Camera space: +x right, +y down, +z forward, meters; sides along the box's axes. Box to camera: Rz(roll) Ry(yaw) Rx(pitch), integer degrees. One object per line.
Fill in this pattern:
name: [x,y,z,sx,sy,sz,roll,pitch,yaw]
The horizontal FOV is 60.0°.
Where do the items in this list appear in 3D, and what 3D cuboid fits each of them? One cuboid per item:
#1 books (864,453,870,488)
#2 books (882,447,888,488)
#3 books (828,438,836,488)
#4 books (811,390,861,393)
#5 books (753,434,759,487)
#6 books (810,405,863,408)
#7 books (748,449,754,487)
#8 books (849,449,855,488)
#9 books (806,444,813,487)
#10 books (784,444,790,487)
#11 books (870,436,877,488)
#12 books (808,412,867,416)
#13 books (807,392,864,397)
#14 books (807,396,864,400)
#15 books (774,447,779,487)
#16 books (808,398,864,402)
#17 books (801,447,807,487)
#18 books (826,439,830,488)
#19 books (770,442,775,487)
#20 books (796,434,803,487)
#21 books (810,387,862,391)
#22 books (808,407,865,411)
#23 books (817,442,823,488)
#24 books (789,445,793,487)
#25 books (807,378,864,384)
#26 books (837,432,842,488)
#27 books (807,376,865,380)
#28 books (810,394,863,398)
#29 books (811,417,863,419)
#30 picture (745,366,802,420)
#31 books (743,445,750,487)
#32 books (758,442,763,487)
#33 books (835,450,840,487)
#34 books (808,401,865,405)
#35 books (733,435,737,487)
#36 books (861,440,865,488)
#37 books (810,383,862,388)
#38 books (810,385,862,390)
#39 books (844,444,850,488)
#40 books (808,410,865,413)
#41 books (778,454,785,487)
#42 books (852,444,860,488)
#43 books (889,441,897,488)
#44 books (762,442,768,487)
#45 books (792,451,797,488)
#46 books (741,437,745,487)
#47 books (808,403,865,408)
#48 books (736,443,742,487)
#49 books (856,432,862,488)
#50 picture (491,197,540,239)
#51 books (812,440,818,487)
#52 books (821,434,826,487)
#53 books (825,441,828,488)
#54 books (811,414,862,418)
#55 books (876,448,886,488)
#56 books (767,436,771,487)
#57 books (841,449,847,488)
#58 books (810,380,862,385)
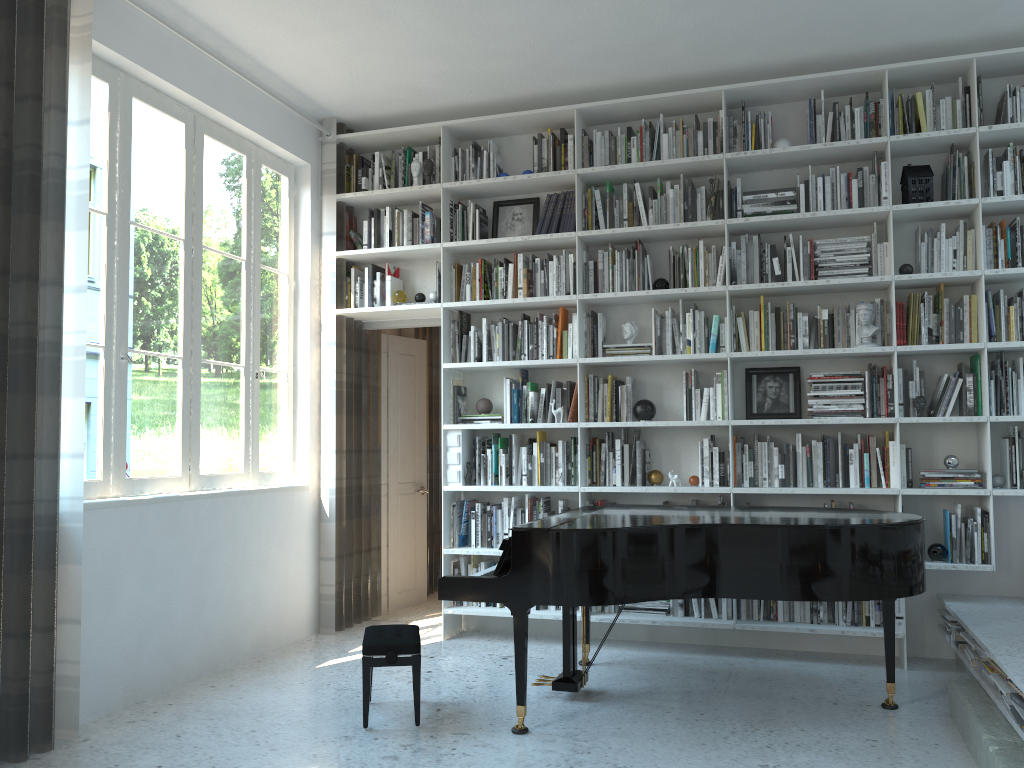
books: [1.900,0.463,4.760,0.023,0.183,0.169,-1,-4,18]
books: [1.992,0.444,4.734,0.011,0.216,0.166,-1,-4,18]
books: [1.738,0.427,4.819,0.028,0.264,0.161,-1,-4,18]
books: [1.768,0.044,4.843,0.254,0.012,0.161,-2,-4,21]
books: [1.368,0.428,4.967,0.027,0.290,0.140,-1,-4,18]
books: [1.767,0.127,4.834,0.254,0.012,0.161,-1,-4,13]
books: [1.339,0.468,4.956,0.024,0.208,0.170,-1,-4,18]
books: [1.831,0.455,4.788,0.023,0.204,0.167,-1,-4,18]
books: [1.632,0.445,4.865,0.031,0.237,0.159,-1,-4,18]
books: [1.517,0.447,4.889,0.029,0.237,0.166,-1,-4,18]
books: [1.937,0.418,4.764,0.026,0.272,0.175,-1,-4,18]
books: [1.767,0.163,4.832,0.285,0.012,0.159,-1,-4,13]
books: [1.766,0.056,4.838,0.285,0.012,0.159,-2,-4,23]
books: [1.766,0.080,4.836,0.285,0.012,0.159,-2,-4,23]
books: [1.464,0.459,4.902,0.023,0.217,0.174,-1,-4,18]
books: [1.769,0.093,4.842,0.285,0.012,0.159,-2,-4,20]
books: [1.608,0.455,4.879,0.025,0.220,0.140,-1,-4,18]
books: [1.722,0.430,4.831,0.010,0.261,0.181,-1,-4,18]
books: [1.450,0.448,4.931,0.021,0.244,0.141,-1,-4,18]
books: [1.581,0.419,4.881,0.026,0.291,0.152,-1,-4,18]
books: [1.767,0.032,4.844,0.254,0.012,0.161,-1,-4,15]
books: [1.767,0.139,4.833,0.285,0.012,0.159,-2,-4,23]
books: [1.679,0.439,4.837,0.026,0.245,0.191,-1,-4,18]
books: [1.540,0.451,4.891,0.013,0.230,0.139,-1,-4,18]
books: [1.768,-0.016,4.849,0.285,0.012,0.159,-2,-4,20]
books: [1.778,0.411,4.812,0.012,0.296,0.178,-1,-4,18]
books: [1.766,-0.029,4.843,0.285,0.012,0.159,-1,-4,13]
books: [1.767,0.068,4.838,0.254,0.012,0.161,-1,-4,13]
books: [1.768,0.188,4.833,0.254,0.012,0.161,-1,-4,14]
picture: [1.470,0.054,4.994,0.300,0.299,0.077,-2,-4,18]
books: [1.311,0.455,4.953,0.027,0.234,0.167,-1,-4,18]
books: [1.391,0.448,4.952,0.024,0.247,0.132,-1,-4,18]
books: [1.766,0.459,4.824,0.021,0.202,0.128,-1,-4,18]
books: [1.769,0.105,4.844,0.285,0.012,0.159,-2,-4,19]
books: [1.260,0.433,4.992,0.012,0.285,0.159,-1,-4,18]
books: [1.890,0.429,4.791,0.014,0.256,0.145,-1,-4,18]
books: [1.767,0.008,4.845,0.254,0.012,0.161,-1,-4,15]
books: [1.767,0.020,4.842,0.254,0.012,0.161,-1,-4,14]
books: [1.816,0.441,4.806,0.014,0.235,0.154,-1,-4,18]
books: [1.770,0.152,4.841,0.285,0.012,0.159,-2,-4,17]
books: [1.488,0.475,4.889,0.029,0.183,0.174,-2,-4,18]
books: [1.853,0.439,4.782,0.023,0.234,0.175,-1,-4,18]
books: [2.021,0.427,4.720,0.033,0.246,0.176,-1,-4,18]
books: [1.410,0.447,4.928,0.027,0.245,0.179,-1,-4,18]
books: [1.554,0.467,4.873,0.023,0.196,0.165,-1,-4,18]
books: [1.296,0.436,4.970,0.011,0.275,0.146,-1,-4,18]
books: [1.770,0.117,4.846,0.285,0.012,0.159,-2,-4,18]
books: [1.279,0.453,4.982,0.029,0.243,0.154,-1,-4,18]
books: [1.874,0.410,4.789,0.014,0.293,0.137,-1,-4,18]
picture: [0.022,-1.006,5.519,0.300,0.299,0.077,-2,-4,18]
books: [1.663,0.437,4.871,0.025,0.254,0.136,-1,-4,18]
books: [1.705,0.419,4.855,0.014,0.286,0.134,-1,-4,18]
books: [1.715,0.436,4.844,0.011,0.251,0.158,-1,-4,18]
books: [1.769,0.176,4.838,0.254,0.012,0.161,-2,-4,20]
books: [1.966,0.446,4.741,0.042,0.212,0.169,-2,-4,18]
books: [1.428,0.428,4.919,0.013,0.282,0.166,-1,-4,18]
books: [1.795,0.455,4.801,0.024,0.207,0.183,-1,-4,18]
books: [1.767,-0.005,4.844,0.254,0.012,0.161,-1,-4,14]
